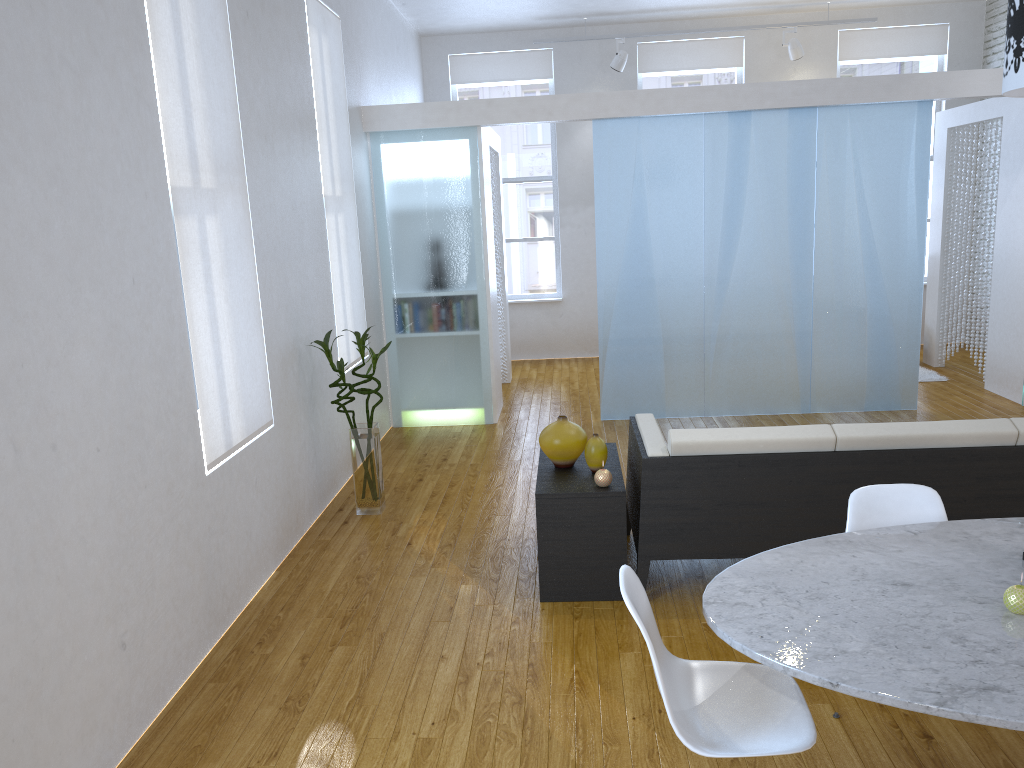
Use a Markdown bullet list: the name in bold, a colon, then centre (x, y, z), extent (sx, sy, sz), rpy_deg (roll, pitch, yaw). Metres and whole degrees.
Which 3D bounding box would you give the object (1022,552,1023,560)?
- **object**: centre (1.288, 0.135, 2.032), extent (0.166, 0.642, 0.201), rpy_deg (5, 15, 31)

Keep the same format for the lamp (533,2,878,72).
- **lamp**: centre (1.754, -3.178, 8.176), extent (3.118, 0.490, 0.196), rpy_deg (-2, 12, 2)

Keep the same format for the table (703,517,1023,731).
- **table**: centre (1.400, 0.777, 2.002), extent (1.910, 0.627, 1.063), rpy_deg (-2, 11, 3)

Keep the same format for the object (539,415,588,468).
- **object**: centre (0.217, 0.242, 3.755), extent (0.206, 0.217, 0.206), rpy_deg (9, 17, 44)

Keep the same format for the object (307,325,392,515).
- **object**: centre (-0.831, 0.206, 4.592), extent (0.379, 0.987, 0.481), rpy_deg (-8, 13, -23)

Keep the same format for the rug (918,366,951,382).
- **rug**: centre (3.059, -0.095, 7.594), extent (1.095, 0.047, 0.751), rpy_deg (-2, 11, 4)

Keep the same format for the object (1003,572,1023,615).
- **object**: centre (1.089, 0.445, 1.899), extent (0.062, 0.092, 0.062), rpy_deg (-12, 15, -37)

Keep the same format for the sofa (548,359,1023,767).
- **sofa**: centre (1.621, 0.287, 4.377), extent (5.337, 0.683, 9.660), rpy_deg (-2, 11, 4)

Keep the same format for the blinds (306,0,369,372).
- **blinds**: centre (-1.040, -1.161, 5.352), extent (0.007, 2.126, 0.756), rpy_deg (-2, 12, 4)

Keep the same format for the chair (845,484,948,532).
- **chair**: centre (1.091, 0.500, 2.390), extent (0.405, 0.354, 0.416), rpy_deg (-2, 12, 3)

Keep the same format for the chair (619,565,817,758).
- **chair**: centre (0.459, 0.605, 2.015), extent (0.419, 0.354, 0.403), rpy_deg (-2, 12, 6)

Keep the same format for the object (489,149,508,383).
- **object**: centre (-0.130, -0.917, 7.396), extent (0.051, 2.029, 0.917), rpy_deg (-2, 12, 4)

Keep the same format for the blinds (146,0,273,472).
- **blinds**: centre (-1.161, -0.781, 3.420), extent (0.007, 2.125, 0.756), rpy_deg (-2, 12, 4)

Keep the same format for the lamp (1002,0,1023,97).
- **lamp**: centre (1.124, -1.328, 1.522), extent (0.398, 1.548, 0.398), rpy_deg (-10, 14, -29)

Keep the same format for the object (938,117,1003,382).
- **object**: centre (3.689, -1.058, 7.128), extent (0.051, 2.029, 0.917), rpy_deg (-2, 12, 4)

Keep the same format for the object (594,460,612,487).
- **object**: centre (0.356, 0.348, 3.465), extent (0.071, 0.105, 0.071), rpy_deg (4, 14, 30)

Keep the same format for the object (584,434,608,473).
- **object**: centre (0.346, 0.284, 3.649), extent (0.095, 0.161, 0.095), rpy_deg (9, 17, 44)

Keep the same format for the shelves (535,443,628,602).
- **shelves**: centre (0.296, 0.569, 3.812), extent (0.349, 0.454, 0.725), rpy_deg (-2, 11, 4)
